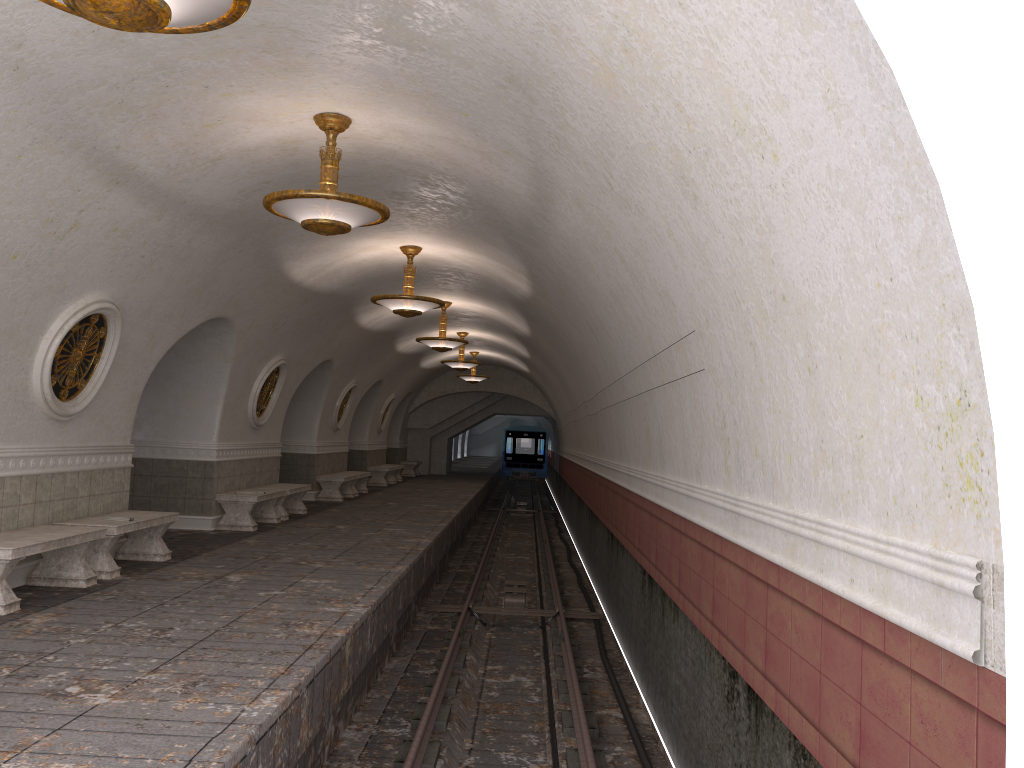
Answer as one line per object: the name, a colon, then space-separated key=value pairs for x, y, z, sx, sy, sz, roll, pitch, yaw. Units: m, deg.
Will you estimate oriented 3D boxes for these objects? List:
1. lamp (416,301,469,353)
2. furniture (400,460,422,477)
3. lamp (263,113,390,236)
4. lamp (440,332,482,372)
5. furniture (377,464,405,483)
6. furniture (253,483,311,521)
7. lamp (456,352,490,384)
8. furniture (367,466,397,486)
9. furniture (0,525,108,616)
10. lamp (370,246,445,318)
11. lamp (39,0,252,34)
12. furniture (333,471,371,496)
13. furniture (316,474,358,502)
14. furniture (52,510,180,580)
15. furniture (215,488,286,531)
lamp: x=-1.314 y=-1.072 z=16.851 sx=1.008 sy=0.955 sz=1.008 roll=2 pitch=-4 yaw=17
furniture: x=-3.608 y=3.008 z=31.592 sx=0.613 sy=0.508 sz=1.509 roll=3 pitch=-3 yaw=1
lamp: x=-1.480 y=-1.670 z=7.179 sx=1.008 sy=0.955 sz=1.008 roll=3 pitch=-4 yaw=-15
lamp: x=-1.231 y=-0.774 z=21.669 sx=1.008 sy=0.955 sz=1.008 roll=2 pitch=-4 yaw=17
furniture: x=-3.687 y=2.723 z=26.980 sx=0.613 sy=0.508 sz=1.509 roll=3 pitch=-3 yaw=1
furniture: x=-3.893 y=1.983 z=15.022 sx=0.613 sy=0.508 sz=1.509 roll=3 pitch=-3 yaw=1
lamp: x=-1.148 y=-0.476 z=26.489 sx=1.008 sy=0.955 sz=1.008 roll=6 pitch=-5 yaw=-43
furniture: x=-3.716 y=2.619 z=25.302 sx=0.613 sy=0.508 sz=1.509 roll=3 pitch=-3 yaw=1
furniture: x=-4.025 y=1.508 z=7.347 sx=0.613 sy=0.508 sz=1.509 roll=3 pitch=-3 yaw=1
lamp: x=-1.397 y=-1.370 z=12.031 sx=1.008 sy=0.955 sz=1.008 roll=3 pitch=-4 yaw=-15
lamp: x=-1.543 y=-1.896 z=3.532 sx=1.008 sy=0.955 sz=1.008 roll=6 pitch=-5 yaw=-43
furniture: x=-3.790 y=2.355 z=21.030 sx=0.613 sy=0.508 sz=1.509 roll=3 pitch=-3 yaw=1
furniture: x=-3.819 y=2.251 z=19.352 sx=0.613 sy=0.508 sz=1.509 roll=3 pitch=-3 yaw=1
furniture: x=-3.996 y=1.612 z=9.025 sx=0.613 sy=0.508 sz=1.509 roll=3 pitch=-3 yaw=1
furniture: x=-3.922 y=1.879 z=13.344 sx=0.613 sy=0.508 sz=1.509 roll=3 pitch=-3 yaw=1
